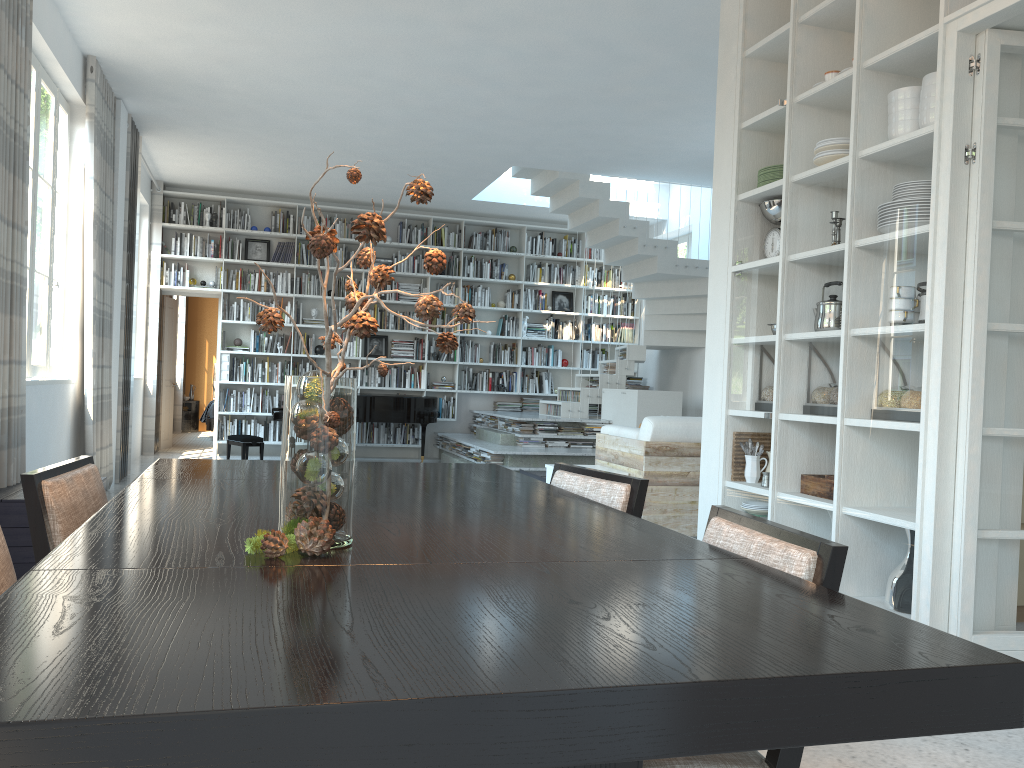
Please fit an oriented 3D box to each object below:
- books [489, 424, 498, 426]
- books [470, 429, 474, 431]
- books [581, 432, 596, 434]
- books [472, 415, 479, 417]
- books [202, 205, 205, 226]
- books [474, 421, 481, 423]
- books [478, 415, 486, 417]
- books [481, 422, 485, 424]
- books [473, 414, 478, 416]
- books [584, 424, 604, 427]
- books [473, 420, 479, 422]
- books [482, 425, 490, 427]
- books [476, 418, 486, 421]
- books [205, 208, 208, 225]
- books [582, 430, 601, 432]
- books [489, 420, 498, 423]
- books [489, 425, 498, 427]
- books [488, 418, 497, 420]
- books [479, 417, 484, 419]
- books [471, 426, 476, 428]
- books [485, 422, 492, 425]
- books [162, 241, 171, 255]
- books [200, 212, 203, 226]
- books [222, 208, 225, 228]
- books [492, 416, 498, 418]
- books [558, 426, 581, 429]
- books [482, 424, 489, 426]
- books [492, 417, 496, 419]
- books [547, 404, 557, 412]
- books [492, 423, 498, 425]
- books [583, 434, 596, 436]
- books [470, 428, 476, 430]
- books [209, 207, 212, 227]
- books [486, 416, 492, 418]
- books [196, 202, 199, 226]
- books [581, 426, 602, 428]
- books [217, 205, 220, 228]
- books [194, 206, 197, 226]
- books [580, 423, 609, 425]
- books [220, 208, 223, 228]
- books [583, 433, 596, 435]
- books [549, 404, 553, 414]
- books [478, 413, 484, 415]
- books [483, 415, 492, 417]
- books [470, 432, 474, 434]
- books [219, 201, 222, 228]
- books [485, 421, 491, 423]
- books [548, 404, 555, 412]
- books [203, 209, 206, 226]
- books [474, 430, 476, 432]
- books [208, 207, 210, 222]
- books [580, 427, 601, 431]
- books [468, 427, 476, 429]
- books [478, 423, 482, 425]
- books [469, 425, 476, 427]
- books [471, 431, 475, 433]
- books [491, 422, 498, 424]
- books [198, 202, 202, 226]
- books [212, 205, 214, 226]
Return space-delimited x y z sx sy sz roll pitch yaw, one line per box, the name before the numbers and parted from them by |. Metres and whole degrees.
books | -0.167 0.508 10.884 0.178 0.014 0.247 2 0 -18
books | -0.454 0.615 11.759 0.170 0.012 0.215 2 0 -16
books | 0.921 0.554 10.043 0.262 0.016 0.132 2 0 -21
books | -0.412 0.432 11.731 0.171 0.015 0.252 2 0 -21
books | -3.747 -2.022 10.773 0.013 0.275 0.158 2 1 -16
books | -0.405 0.505 11.734 0.163 0.017 0.232 2 0 -14
books | -0.319 0.418 11.454 0.163 0.018 0.289 2 0 -17
books | -0.309 0.504 11.459 0.131 0.021 0.240 2 0 -14
books | -0.401 0.411 11.733 0.159 0.011 0.246 2 0 -19
books | 0.929 0.470 10.028 0.192 0.024 0.167 2 0 -11
books | -0.413 0.487 11.732 0.175 0.017 0.265 2 0 -13
books | -0.249 0.527 11.160 0.183 0.012 0.296 2 0 -17
books | -0.337 0.460 11.450 0.189 0.030 0.237 2 0 -19
books | -3.705 -2.004 10.771 0.025 0.244 0.167 2 0 -16
books | 0.923 0.531 10.038 0.268 0.014 0.160 2 0 -17
books | -0.164 0.458 10.884 0.179 0.017 0.293 2 0 -15
books | -0.174 0.521 10.883 0.182 0.011 0.253 2 0 -12
books | -0.166 0.433 10.883 0.187 0.009 0.261 2 0 -17
books | -0.325 0.442 11.453 0.171 0.007 0.206 2 0 -14
books | -0.452 0.569 11.758 0.152 0.015 0.208 2 0 -11
books | -0.244 0.498 11.161 0.164 0.023 0.242 2 0 -12
books | -4.154 -1.622 10.674 0.121 0.176 0.129 2 0 -16
books | -3.764 -1.978 10.762 0.024 0.187 0.159 2 0 -16
books | -3.507 -2.000 10.802 0.024 0.252 0.235 2 0 -16
books | -0.151 0.402 10.886 0.139 0.028 0.261 2 0 -11
books | 0.642 0.486 9.942 0.203 0.011 0.173 2 0 -21
books | -0.253 0.515 11.159 0.190 0.012 0.235 2 0 -18
books | -0.141 0.423 10.890 0.128 0.013 0.296 2 0 -18
books | 0.504 0.317 11.106 0.125 0.125 0.009 2 1 -16
books | -0.145 0.494 10.890 0.138 0.017 0.237 2 0 -17
books | 0.924 0.577 10.029 0.220 0.011 0.177 2 0 -18
books | -0.451 0.603 11.760 0.159 0.012 0.278 2 0 -17
books | -3.661 -2.010 10.790 0.027 0.259 0.147 2 1 -16
books | -0.231 0.418 11.163 0.149 0.013 0.220 2 0 -13
books | -3.808 -2.039 10.748 0.014 0.304 0.145 2 1 -16
books | 0.930 0.488 10.022 0.261 0.012 0.179 2 0 -12
books | -3.576 -2.020 10.819 0.022 0.286 0.175 2 1 -16
books | -3.834 -2.016 10.756 0.030 0.257 0.130 2 1 -16
books | 0.932 0.452 10.018 0.285 0.013 0.181 2 0 -21
books | -3.541 -2.005 10.831 0.025 0.259 0.138 2 1 -16
books | 0.922 0.566 10.038 0.259 0.009 0.152 2 0 -19
books | 0.528 0.318 11.023 0.125 0.125 0.008 2 1 -16
books | -0.327 0.392 11.451 0.171 0.020 0.193 2 0 -21
books | -0.242 0.404 11.159 0.165 0.015 0.243 2 0 -21
books | -0.454 0.650 11.760 0.163 0.019 0.187 2 0 -17
books | -3.557 -2.045 10.819 0.014 0.337 0.167 2 1 -16
books | -0.232 0.478 11.164 0.154 0.018 0.220 2 0 -17
books | 0.515 0.318 11.069 0.125 0.125 0.010 2 1 -16
books | -3.731 -1.997 10.777 0.021 0.226 0.156 2 0 -16
books | -0.377 0.616 11.457 0.180 0.017 0.182 2 0 -19
books | -3.685 -2.008 10.787 0.021 0.253 0.179 2 0 -16
books | 0.927 0.509 10.030 0.284 0.030 0.177 2 0 -15
books | -0.462 0.588 11.756 0.184 0.006 0.262 2 0 -15
books | -0.328 0.522 11.454 0.173 0.017 0.233 2 0 -17
books | -0.458 0.557 11.756 0.174 0.009 0.240 2 0 -14
books | -0.453 0.638 11.760 0.144 0.005 0.257 2 0 -11
books | -0.156 0.476 10.887 0.159 0.018 0.203 2 0 -18
books | -3.790 -2.043 10.764 0.029 0.314 0.129 2 1 -16
books | -3.644 -2.026 10.808 0.013 0.292 0.154 2 1 -16
